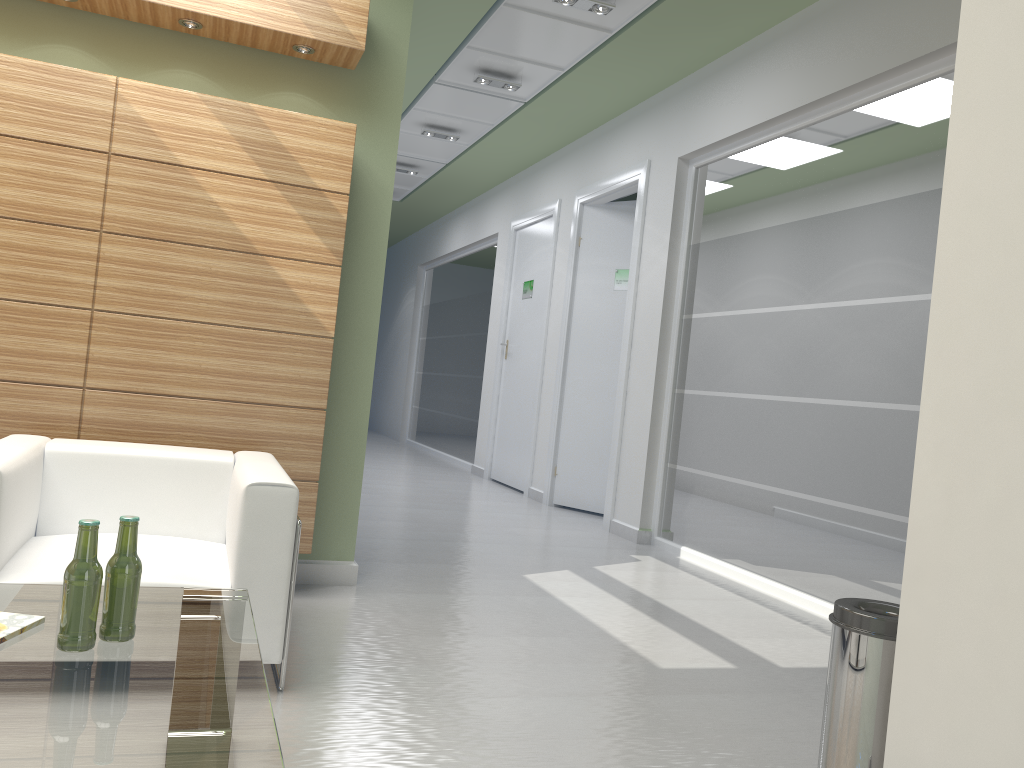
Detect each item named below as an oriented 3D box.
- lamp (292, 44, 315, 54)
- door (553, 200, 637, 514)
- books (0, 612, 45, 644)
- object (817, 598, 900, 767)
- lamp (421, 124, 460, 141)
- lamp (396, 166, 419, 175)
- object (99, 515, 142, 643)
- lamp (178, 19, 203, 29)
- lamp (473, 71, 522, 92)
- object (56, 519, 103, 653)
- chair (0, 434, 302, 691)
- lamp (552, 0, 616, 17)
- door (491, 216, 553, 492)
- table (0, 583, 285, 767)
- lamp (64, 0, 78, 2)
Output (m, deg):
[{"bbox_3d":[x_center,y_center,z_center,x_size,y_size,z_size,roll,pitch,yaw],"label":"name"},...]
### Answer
[{"bbox_3d":[-1.723,-2.795,7.343,0.181,0.074,0.181,6,0,-25],"label":"lamp"},{"bbox_3d":[1.768,-0.432,14.300,2.089,5.083,0.134,6,-1,40],"label":"door"},{"bbox_3d":[-2.243,0.898,3.285,0.762,0.025,0.508,6,0,0],"label":"books"},{"bbox_3d":[1.719,1.584,4.224,0.482,1.027,0.483,6,-1,42],"label":"object"},{"bbox_3d":[-1.270,-4.478,15.793,0.657,0.159,0.286,6,0,-20],"label":"lamp"},{"bbox_3d":[-2.313,-4.568,18.747,0.657,0.159,0.286,6,0,-20],"label":"lamp"},{"bbox_3d":[-1.506,0.750,3.434,0.131,0.475,0.131,6,0,35],"label":"object"},{"bbox_3d":[-2.552,-2.885,7.048,0.181,0.074,0.181,6,0,31],"label":"lamp"},{"bbox_3d":[-0.209,-4.387,12.788,0.657,0.159,0.286,6,0,-20],"label":"lamp"},{"bbox_3d":[-1.587,0.740,3.277,0.131,0.475,0.131,6,0,35],"label":"object"},{"bbox_3d":[-2.411,1.062,5.582,1.894,1.234,1.802,6,0,-20],"label":"chair"},{"bbox_3d":[0.807,-4.299,9.911,0.657,0.159,0.286,6,0,-20],"label":"lamp"},{"bbox_3d":[0.153,-0.583,17.126,0.250,5.083,2.089,6,0,-20],"label":"door"},{"bbox_3d":[-1.822,1.328,3.074,1.783,0.742,2.197,6,0,-20],"label":"table"},{"bbox_3d":[-3.399,-2.976,6.746,0.181,0.074,0.181,6,0,-25],"label":"lamp"}]
